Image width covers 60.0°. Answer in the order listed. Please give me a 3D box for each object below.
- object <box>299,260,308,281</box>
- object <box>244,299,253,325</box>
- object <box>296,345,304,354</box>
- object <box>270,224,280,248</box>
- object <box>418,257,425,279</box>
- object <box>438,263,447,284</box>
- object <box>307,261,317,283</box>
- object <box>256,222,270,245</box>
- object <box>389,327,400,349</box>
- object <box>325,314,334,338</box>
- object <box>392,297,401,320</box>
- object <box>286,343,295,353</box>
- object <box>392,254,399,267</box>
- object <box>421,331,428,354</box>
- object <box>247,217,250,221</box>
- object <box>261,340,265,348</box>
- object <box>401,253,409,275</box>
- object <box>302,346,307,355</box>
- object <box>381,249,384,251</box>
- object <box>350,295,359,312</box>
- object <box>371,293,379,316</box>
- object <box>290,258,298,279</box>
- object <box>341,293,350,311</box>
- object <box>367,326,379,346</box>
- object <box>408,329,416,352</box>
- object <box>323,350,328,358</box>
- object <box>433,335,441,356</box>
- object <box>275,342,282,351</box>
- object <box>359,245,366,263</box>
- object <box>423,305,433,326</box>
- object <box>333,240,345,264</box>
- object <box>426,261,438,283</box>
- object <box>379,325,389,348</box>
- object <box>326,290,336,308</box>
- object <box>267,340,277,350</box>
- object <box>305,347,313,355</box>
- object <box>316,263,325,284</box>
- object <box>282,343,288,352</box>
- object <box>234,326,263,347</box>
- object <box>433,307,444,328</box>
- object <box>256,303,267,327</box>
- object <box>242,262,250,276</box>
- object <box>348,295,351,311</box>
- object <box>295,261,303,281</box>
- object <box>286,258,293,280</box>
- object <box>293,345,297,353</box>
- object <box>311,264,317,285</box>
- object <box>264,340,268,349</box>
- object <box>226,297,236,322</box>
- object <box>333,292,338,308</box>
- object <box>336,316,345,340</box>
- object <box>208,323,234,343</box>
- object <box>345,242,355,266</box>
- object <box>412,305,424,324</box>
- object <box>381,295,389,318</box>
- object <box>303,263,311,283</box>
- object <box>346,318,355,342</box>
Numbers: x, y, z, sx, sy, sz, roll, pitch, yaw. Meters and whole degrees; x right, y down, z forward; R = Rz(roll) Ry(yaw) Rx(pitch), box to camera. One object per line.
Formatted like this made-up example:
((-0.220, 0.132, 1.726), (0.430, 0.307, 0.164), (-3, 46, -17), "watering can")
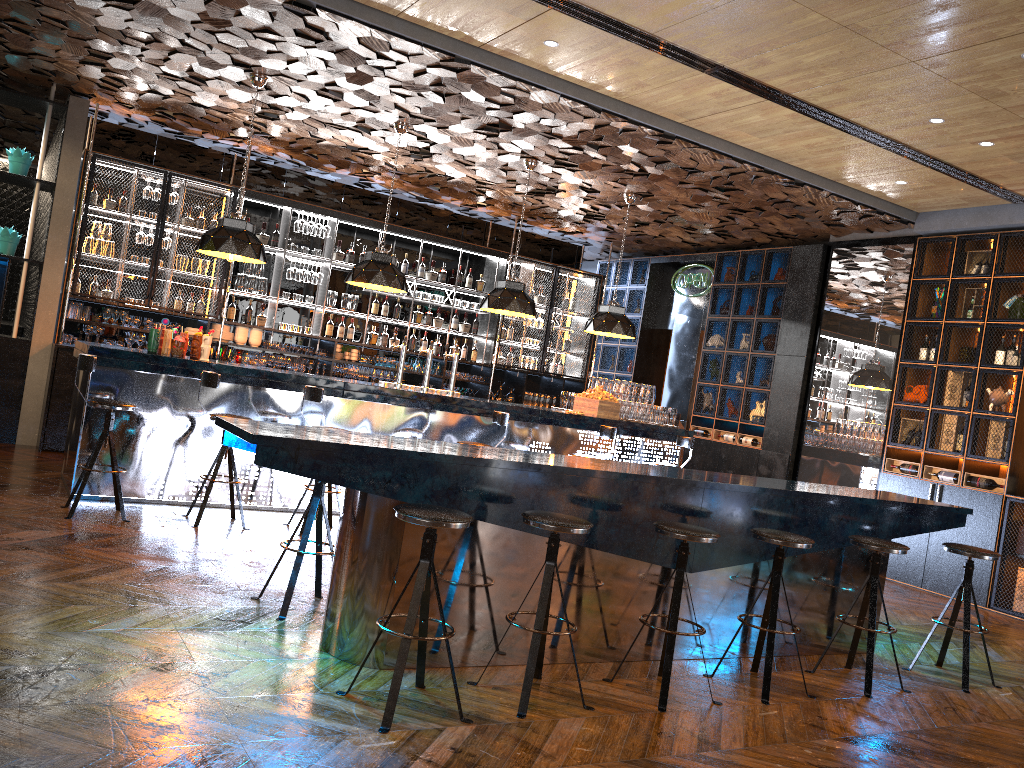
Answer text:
((-2.474, -1.349, 10.531), (0.092, 0.244, 0.092), (9, 0, 20), "object")
((-3.057, -0.835, 10.313), (0.086, 0.297, 0.086), (9, 0, 3), "object")
((-2.521, -0.409, 10.516), (0.093, 0.099, 0.093), (9, 0, -14), "object")
((-2.777, -1.737, 10.429), (0.086, 0.299, 0.086), (9, 0, 18), "object")
((-1.160, -1.483, 11.404), (0.086, 0.298, 0.086), (9, 0, 18), "object")
((-0.901, -1.435, 11.551), (0.083, 0.282, 0.083), (9, 0, -31), "object")
((-2.389, -1.335, 10.582), (0.092, 0.244, 0.092), (9, 0, 20), "object")
((-2.902, -1.745, 10.335), (0.123, 0.279, 0.123), (9, 0, -42), "object")
((-1.488, -0.579, 11.268), (0.123, 0.279, 0.123), (9, 0, -17), "object")
((-2.227, -0.704, 10.846), (0.086, 0.299, 0.086), (9, 0, 18), "object")
((-1.457, -0.952, 11.272), (0.086, 0.297, 0.086), (9, 0, 18), "object")
((-2.614, -0.424, 10.465), (0.109, 0.100, 0.109), (9, 0, 42), "object")
((-1.505, -1.511, 11.190), (0.151, 0.248, 0.094), (9, 0, -27), "object")
((-1.136, -0.534, 11.503), (0.086, 0.298, 0.086), (9, 0, 18), "object")
((-3.075, -1.783, 10.283), (0.086, 0.298, 0.086), (9, 0, 18), "object")
((-2.912, -0.469, 10.488), (0.100, 0.100, 0.089), (9, 0, -23), "object")
((-1.362, -1.514, 11.289), (0.086, 0.298, 0.086), (9, 0, 18), "object")
((-2.467, -0.401, 10.615), (0.093, 0.099, 0.093), (9, 0, 31), "object")
((-1.639, -1.550, 11.108), (0.083, 0.282, 0.083), (9, 0, 44), "object")
((-1.945, -0.985, 10.911), (0.105, 0.209, 0.105), (9, 0, 14), "object")
((-1.711, -0.991, 11.123), (0.086, 0.299, 0.086), (9, 0, 18), "object")
((-2.567, -1.363, 10.475), (0.092, 0.244, 0.092), (9, 0, 20), "object")
((-2.049, -1.002, 10.876), (0.105, 0.209, 0.105), (9, 0, 14), "object")
((-1.746, -0.603, 11.130), (0.151, 0.248, 0.094), (9, 0, -42), "object")
((-1.274, -0.556, 11.382), (0.086, 0.297, 0.086), (9, 0, 3), "object")
((-2.262, -0.367, 10.689), (0.095, 0.096, 0.095), (9, 0, -7), "object")
((-0.978, -0.501, 11.589), (0.083, 0.282, 0.083), (9, 0, 44), "object")
((-2.746, -0.444, 10.380), (0.089, 0.100, 0.100), (9, 0, 6), "object")
((-1.843, -1.575, 10.987), (0.083, 0.282, 0.083), (9, 0, -16), "object")
((-1.080, -0.885, 11.495), (0.083, 0.282, 0.083), (9, 0, -31), "object")
((-2.119, -1.616, 10.823), (0.123, 0.279, 0.123), (9, 0, -42), "object")
((-1.031, -1.453, 11.457), (0.123, 0.279, 0.123), (9, 0, -42), "object")
((-1.612, -0.600, 11.209), (0.083, 0.282, 0.083), (9, 0, -31), "object")
((-2.198, -1.025, 10.756), (0.105, 0.209, 0.105), (9, 0, 14), "object")
((-2.788, -0.450, 10.291), (0.100, 0.100, 0.089), (9, 0, -26), "object")
((-2.411, -0.392, 10.527), (0.093, 0.099, 0.093), (9, 0, -11), "object")
((-2.301, -1.322, 10.635), (0.092, 0.244, 0.092), (9, 0, 20), "object")
((-2.694, -0.436, 10.601), (0.109, 0.100, 0.109), (9, 0, 42), "object")
((-3.041, -0.549, 10.228), (0.309, 0.216, 0.149), (9, 0, -33), "object")
((-0.956, -0.863, 11.554), (0.123, 0.279, 0.123), (9, 0, -17), "object")
((-2.930, -0.804, 10.403), (0.123, 0.279, 0.123), (9, 0, -17), "object")
((-3.099, -1.377, 10.387), (0.105, 0.209, 0.105), (9, 0, 14), "object")
((-1.990, -0.992, 11.010), (0.105, 0.209, 0.105), (9, 0, 14), "object")
((-2.557, -1.361, 10.673), (0.092, 0.244, 0.092), (9, 0, 20), "object")
((-2.650, -1.376, 10.617), (0.092, 0.244, 0.092), (9, 0, 20), "object")
((-2.575, -0.418, 10.609), (0.093, 0.099, 0.093), (9, 0, -43), "object")
((-2.384, -1.334, 10.777), (0.092, 0.244, 0.092), (9, 0, 20), "object")
((-2.851, -0.460, 10.384), (0.089, 0.100, 0.100), (9, 0, 32), "object")
((-3.235, -0.862, 10.242), (0.086, 0.299, 0.086), (9, 0, 18), "object")
((-2.202, -1.025, 10.887), (0.105, 0.209, 0.105), (9, 0, 14), "object")
((-2.106, -0.686, 10.948), (0.086, 0.298, 0.086), (9, 0, 18), "object")
((-3.322, -0.582, 10.099), (0.306, 0.195, 0.300), (9, 0, -29), "object")
((-1.984, -1.597, 10.902), (0.083, 0.282, 0.083), (9, 0, 44), "object")
((-1.213, -0.888, 11.416), (0.151, 0.248, 0.094), (9, 0, -42), "object")
((-1.600, -0.975, 11.219), (0.086, 0.298, 0.086), (9, 0, 18), "object")
((-2.473, -1.348, 10.724), (0.092, 0.244, 0.092), (9, 0, 20), "object")
((-1.993, -0.668, 10.988), (0.086, 0.298, 0.086), (9, 0, 18), "object")
